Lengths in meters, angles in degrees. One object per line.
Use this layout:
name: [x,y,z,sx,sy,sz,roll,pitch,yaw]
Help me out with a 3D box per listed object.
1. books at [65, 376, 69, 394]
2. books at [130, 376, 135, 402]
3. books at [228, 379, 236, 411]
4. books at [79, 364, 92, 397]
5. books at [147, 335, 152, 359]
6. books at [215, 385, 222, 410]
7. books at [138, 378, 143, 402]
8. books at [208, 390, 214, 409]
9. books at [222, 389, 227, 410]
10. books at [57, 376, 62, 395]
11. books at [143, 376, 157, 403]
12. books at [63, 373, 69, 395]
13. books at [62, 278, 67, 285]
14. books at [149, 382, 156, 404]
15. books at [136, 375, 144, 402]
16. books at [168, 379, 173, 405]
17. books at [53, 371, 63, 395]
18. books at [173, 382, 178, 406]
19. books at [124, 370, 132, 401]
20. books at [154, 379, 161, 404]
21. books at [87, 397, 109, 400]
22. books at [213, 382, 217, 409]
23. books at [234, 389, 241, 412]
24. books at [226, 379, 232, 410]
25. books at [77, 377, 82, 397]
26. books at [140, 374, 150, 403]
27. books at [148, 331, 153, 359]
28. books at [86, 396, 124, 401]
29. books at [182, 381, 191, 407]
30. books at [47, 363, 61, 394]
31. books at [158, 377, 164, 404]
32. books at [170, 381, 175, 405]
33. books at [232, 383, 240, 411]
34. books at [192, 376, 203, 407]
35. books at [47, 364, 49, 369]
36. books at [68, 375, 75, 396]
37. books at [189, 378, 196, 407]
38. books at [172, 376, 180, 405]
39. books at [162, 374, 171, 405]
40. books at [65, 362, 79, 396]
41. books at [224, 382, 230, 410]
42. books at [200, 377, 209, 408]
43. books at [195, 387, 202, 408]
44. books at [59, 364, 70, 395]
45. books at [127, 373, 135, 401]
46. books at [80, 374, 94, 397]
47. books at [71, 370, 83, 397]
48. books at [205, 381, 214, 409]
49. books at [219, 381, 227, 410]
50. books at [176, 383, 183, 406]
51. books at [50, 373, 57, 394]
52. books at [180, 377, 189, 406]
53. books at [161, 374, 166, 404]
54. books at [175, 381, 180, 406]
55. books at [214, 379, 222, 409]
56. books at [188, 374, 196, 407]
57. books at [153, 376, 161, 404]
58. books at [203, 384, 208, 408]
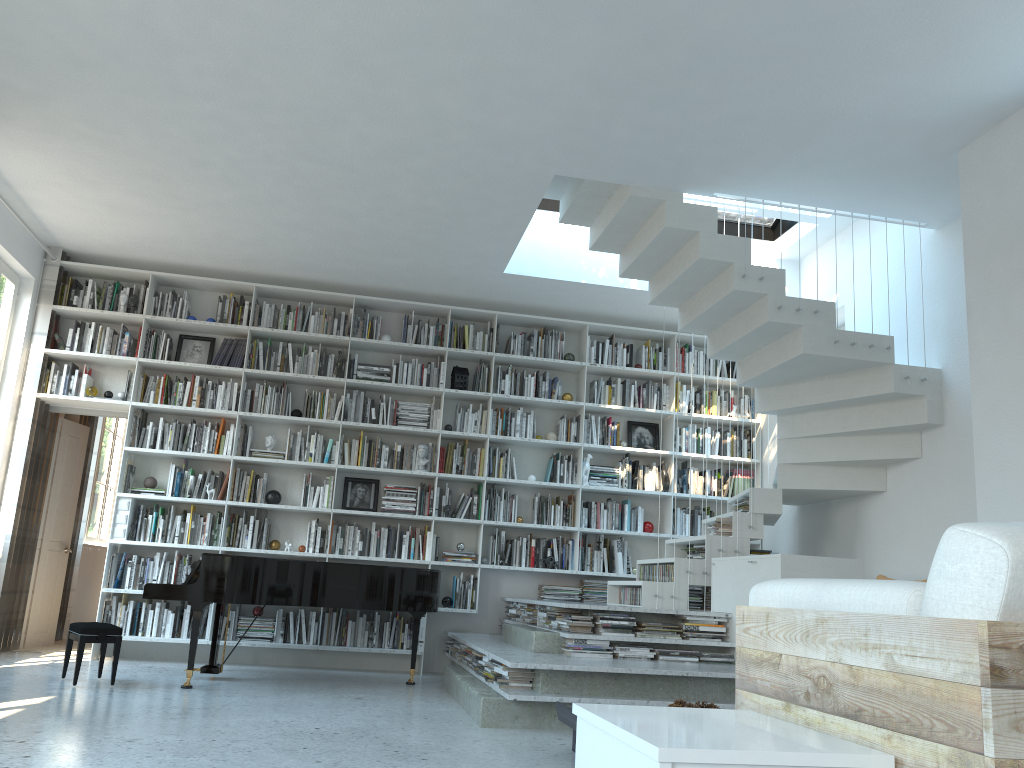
books: [-3.632,0.033,7.291,0.011,0.205,0.163,6,-13,-10]
books: [-3.114,0.070,7.351,0.021,0.224,0.232,6,-13,-10]
books: [-2.368,0.121,7.513,0.022,0.288,0.169,6,-13,-10]
books: [-3.521,-0.001,7.318,0.013,0.298,0.179,6,-13,-10]
books: [-3.043,-0.280,7.475,0.005,0.237,0.154,6,-13,-10]
books: [-2.465,0.138,7.486,0.030,0.230,0.172,6,-13,-10]
books: [-3.079,0.077,7.391,0.022,0.232,0.151,6,-13,-10]
books: [-2.534,0.157,7.487,0.022,0.185,0.137,6,-13,-10]
books: [-2.424,0.157,7.502,0.013,0.206,0.172,6,-13,-10]
books: [-3.701,0.041,7.298,0.029,0.184,0.135,6,-13,-10]
books: [-3.026,0.072,7.411,0.062,0.257,0.153,6,-13,-10]
books: [-3.653,0.032,7.309,0.023,0.213,0.141,6,-13,-10]
books: [-3.784,-0.750,7.427,0.012,0.306,0.181,6,-13,-10]
books: [-2.980,0.102,7.388,0.026,0.194,0.176,6,-13,-10]
books: [-3.096,0.067,7.399,0.012,0.253,0.161,6,-13,-10]
books: [-2.863,0.092,7.434,0.047,0.249,0.134,6,-13,-10]
books: [-3.715,0.016,7.274,0.010,0.219,0.181,6,-13,-10]
books: [-2.808,0.110,7.429,0.014,0.217,0.164,6,-13,-10]
books: [-3.187,0.040,7.375,0.012,0.284,0.160,6,-13,-10]
books: [-2.944,0.091,7.410,0.030,0.229,0.172,6,-13,-10]
books: [-3.348,0.146,7.327,0.285,0.012,0.160,7,-13,-13]
books: [-2.511,0.124,7.503,0.035,0.260,0.131,6,-13,-10]
books: [-2.301,0.164,7.488,0.039,0.202,0.236,6,-13,-10]
books: [-2.382,0.116,7.499,0.012,0.290,0.182,6,-13,-10]
books: [-3.549,0.053,7.322,0.029,0.191,0.135,6,-13,-10]
books: [-3.059,0.062,7.389,0.012,0.262,0.180,6,-13,-10]
books: [-3.036,-0.299,7.479,0.005,0.277,0.147,6,-13,-10]
books: [-3.348,0.135,7.332,0.285,0.012,0.160,5,-13,-8]
books: [-2.725,0.111,7.455,0.047,0.237,0.163,6,-13,-10]
books: [-3.757,-0.018,7.273,0.023,0.281,0.171,6,-13,-10]
books: [-2.921,0.082,7.415,0.014,0.252,0.187,6,-13,-10]
books: [-2.836,0.105,7.442,0.012,0.230,0.150,6,-13,-10]
books: [-2.340,0.136,7.513,0.035,0.263,0.178,6,-13,-10]
books: [-2.645,0.091,7.453,0.030,0.285,0.185,6,-13,-10]
books: [-3.810,-0.022,7.251,0.011,0.272,0.189,6,-13,-10]
books: [-3.602,0.041,7.291,0.024,0.192,0.181,6,-13,-10]
books: [-2.673,0.097,7.452,0.023,0.270,0.187,6,-13,-10]
books: [-2.822,0.083,7.445,0.012,0.276,0.151,6,-13,-10]
books: [-2.888,0.072,7.416,0.011,0.277,0.164,6,-13,-10]
books: [-3.614,-0.014,7.286,0.013,0.296,0.187,6,-13,-10]
books: [-2.406,0.132,7.521,0.024,0.265,0.155,6,-13,-10]
books: [-2.594,0.102,7.485,0.025,0.285,0.161,6,-13,-10]
books: [-2.618,0.137,7.445,0.029,0.195,0.192,6,-13,-10]
books: [-3.670,-0.007,7.296,0.022,0.281,0.157,6,-13,-10]
books: [-3.164,0.055,7.398,0.044,0.268,0.134,6,-13,-10]
books: [-3.501,0.040,7.300,0.029,0.210,0.187,6,-13,-10]
books: [-3.565,0.019,7.284,0.021,0.236,0.189,6,-13,-10]
books: [-2.556,0.119,7.492,0.029,0.260,0.158,6,-13,-10]
books: [-2.438,0.125,7.493,0.022,0.262,0.175,6,-13,-10]
books: [-2.775,0.114,7.435,0.031,0.216,0.173,6,-13,-10]
books: [-3.736,0.027,7.276,0.029,0.196,0.161,6,-13,-10]
books: [-2.752,0.090,7.449,0.014,0.272,0.181,6,-13,-10]
books: [-2.905,0.071,7.424,0.020,0.280,0.165,6,-13,-10]
books: [-2.797,0.108,7.439,0.011,0.228,0.170,6,-13,-10]
books: [-2.485,0.113,7.492,0.012,0.280,0.188,6,-13,-10]
books: [-2.693,0.083,7.470,0.014,0.303,0.152,6,-13,-10]
books: [-2.963,0.074,7.414,0.010,0.262,0.151,6,-13,-10]
books: [-2.575,0.127,7.472,0.013,0.231,0.172,6,-13,-10]
